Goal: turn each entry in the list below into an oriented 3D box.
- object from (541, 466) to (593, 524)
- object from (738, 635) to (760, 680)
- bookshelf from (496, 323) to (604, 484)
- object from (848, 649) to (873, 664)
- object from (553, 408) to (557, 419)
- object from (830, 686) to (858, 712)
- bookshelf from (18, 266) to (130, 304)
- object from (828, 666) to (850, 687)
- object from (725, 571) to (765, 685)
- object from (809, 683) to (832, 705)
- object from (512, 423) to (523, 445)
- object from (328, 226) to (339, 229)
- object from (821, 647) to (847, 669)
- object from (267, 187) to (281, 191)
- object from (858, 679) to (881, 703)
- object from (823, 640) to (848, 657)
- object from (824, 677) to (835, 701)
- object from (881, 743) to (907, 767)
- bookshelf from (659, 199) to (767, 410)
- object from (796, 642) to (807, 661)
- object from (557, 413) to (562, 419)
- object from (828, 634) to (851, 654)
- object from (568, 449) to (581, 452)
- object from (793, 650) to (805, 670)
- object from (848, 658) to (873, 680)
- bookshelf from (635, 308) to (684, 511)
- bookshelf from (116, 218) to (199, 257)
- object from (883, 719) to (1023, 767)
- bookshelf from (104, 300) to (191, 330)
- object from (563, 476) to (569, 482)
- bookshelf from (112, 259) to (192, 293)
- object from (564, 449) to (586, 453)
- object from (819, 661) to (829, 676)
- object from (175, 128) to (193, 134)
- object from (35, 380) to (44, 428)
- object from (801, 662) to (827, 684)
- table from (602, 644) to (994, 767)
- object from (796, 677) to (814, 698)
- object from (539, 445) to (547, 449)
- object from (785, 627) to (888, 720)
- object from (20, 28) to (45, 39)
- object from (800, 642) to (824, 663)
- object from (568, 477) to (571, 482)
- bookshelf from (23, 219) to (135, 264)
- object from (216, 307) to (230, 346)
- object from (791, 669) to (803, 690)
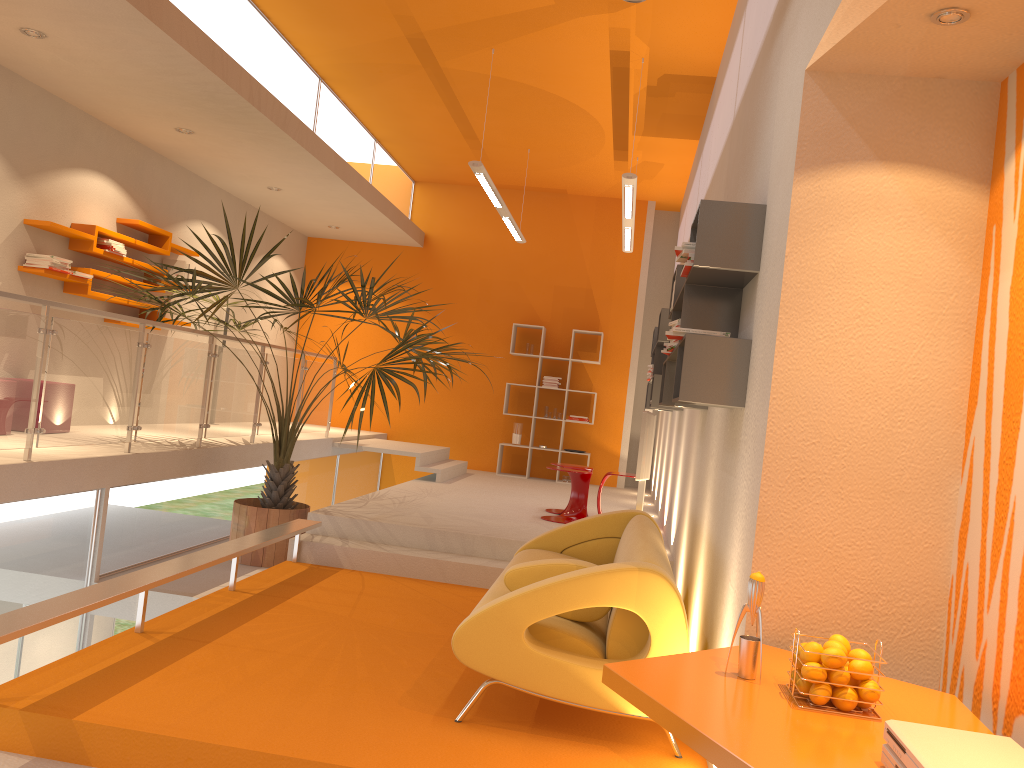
[{"bbox_3d":[0.481,0.966,7.721,0.391,0.450,0.420,6,-1,37],"label":"object"},{"bbox_3d":[0.640,0.740,2.398,0.060,0.106,0.060,6,-1,39],"label":"object"},{"bbox_3d":[1.065,1.619,10.666,1.107,4.600,3.516,7,-1,-35],"label":"bookshelf"},{"bbox_3d":[0.890,0.704,2.267,0.051,0.053,0.063,7,-1,-35],"label":"object"},{"bbox_3d":[-1.594,2.328,8.412,0.870,4.604,7.392,6,-1,38],"label":"object"},{"bbox_3d":[0.827,0.780,2.208,0.064,0.063,0.074,7,-1,-27],"label":"object"},{"bbox_3d":[-3.557,-0.846,7.259,0.220,0.220,1.150,6,-1,7],"label":"bookshelf"},{"bbox_3d":[0.814,0.727,2.207,0.052,0.053,0.062,6,-1,14],"label":"object"},{"bbox_3d":[0.656,0.651,2.387,0.101,0.288,0.088,7,-1,-23],"label":"object"},{"bbox_3d":[0.767,0.768,2.204,0.052,0.057,0.060,5,-2,44],"label":"object"},{"bbox_3d":[0.069,0.661,11.726,0.129,0.291,0.129,6,-1,35],"label":"object"},{"bbox_3d":[-2.292,-2.035,11.398,0.143,0.059,0.143,7,-1,-21],"label":"object"},{"bbox_3d":[0.799,0.680,2.203,0.063,0.051,0.053,6,-1,0],"label":"object"},{"bbox_3d":[-2.536,-2.100,9.465,0.143,0.059,0.143,7,-1,-21],"label":"object"},{"bbox_3d":[0.883,0.760,2.193,0.052,0.054,0.061,6,-1,19],"label":"object"},{"bbox_3d":[0.823,0.681,2.258,0.063,0.053,0.051,5,-2,44],"label":"object"},{"bbox_3d":[0.812,0.774,2.248,0.057,0.060,0.052,7,-2,-42],"label":"object"},{"bbox_3d":[0.868,0.781,1.673,0.262,0.049,0.349,6,-1,7],"label":"object"},{"bbox_3d":[0.940,-0.280,4.422,0.252,0.790,2.000,6,-1,7],"label":"bookshelf"},{"bbox_3d":[0.762,0.694,2.290,0.053,0.051,0.063,7,-1,-2],"label":"object"},{"bbox_3d":[0.759,2.080,7.802,0.190,3.502,7.694,7,-1,-4],"label":"object"},{"bbox_3d":[0.859,0.688,2.325,0.059,0.060,0.050,5,-2,42],"label":"object"},{"bbox_3d":[0.823,0.878,11.615,0.178,0.020,0.178,6,-1,24],"label":"object"},{"bbox_3d":[0.765,0.724,2.331,0.053,0.055,0.060,7,-1,-4],"label":"object"},{"bbox_3d":[0.869,0.712,2.212,0.061,0.052,0.053,7,-1,-35],"label":"object"},{"bbox_3d":[1.200,0.487,7.268,0.322,2.145,3.370,6,-1,9],"label":"bookshelf"},{"bbox_3d":[-3.350,-1.338,8.440,0.220,0.220,1.150,6,-1,7],"label":"bookshelf"},{"bbox_3d":[0.874,0.732,1.674,0.262,0.049,0.349,6,-1,7],"label":"object"},{"bbox_3d":[-3.430,-0.629,8.426,0.220,0.220,1.150,6,-1,7],"label":"bookshelf"},{"bbox_3d":[0.582,2.439,6.335,0.129,2.692,10.507,6,-1,0],"label":"object"},{"bbox_3d":[-3.390,-0.985,8.433,0.220,0.220,1.150,6,-1,7],"label":"bookshelf"},{"bbox_3d":[0.825,0.880,11.612,0.294,0.020,0.294,8,-2,-43],"label":"object"},{"bbox_3d":[0.785,0.722,2.255,0.051,0.053,0.064,5,-2,45],"label":"object"},{"bbox_3d":[-2.779,-2.166,7.531,0.143,0.059,0.143,7,-1,-10],"label":"object"},{"bbox_3d":[-3.614,0.162,6.712,0.390,0.377,0.390,6,-1,2],"label":"object"},{"bbox_3d":[0.752,0.719,2.207,0.063,0.051,0.053,6,-1,11],"label":"object"},{"bbox_3d":[0.581,1.152,1.518,0.969,0.760,2.573,6,-1,7],"label":"table"},{"bbox_3d":[0.754,0.774,2.260,0.061,0.053,0.053,7,-1,-5],"label":"object"},{"bbox_3d":[0.406,0.825,11.610,0.106,0.035,0.105,7,-1,-39],"label":"object"},{"bbox_3d":[0.825,0.724,2.265,0.207,0.174,0.189,6,-1,7],"label":"object"},{"bbox_3d":[-3.023,-2.232,5.598,0.143,0.059,0.143,7,-1,-21],"label":"object"},{"bbox_3d":[0.758,0.680,2.237,0.057,0.060,0.052,6,-1,30],"label":"object"},{"bbox_3d":[0.437,2.400,5.031,0.102,2.685,13.193,6,-1,2],"label":"object"},{"bbox_3d":[-3.517,-1.201,7.266,0.220,0.220,1.150,6,-1,7],"label":"bookshelf"},{"bbox_3d":[-3.265,-0.204,9.898,0.116,1.317,0.111,6,-1,14],"label":"object"},{"bbox_3d":[0.754,0.774,2.321,0.053,0.053,0.061,7,-1,-3],"label":"object"}]
